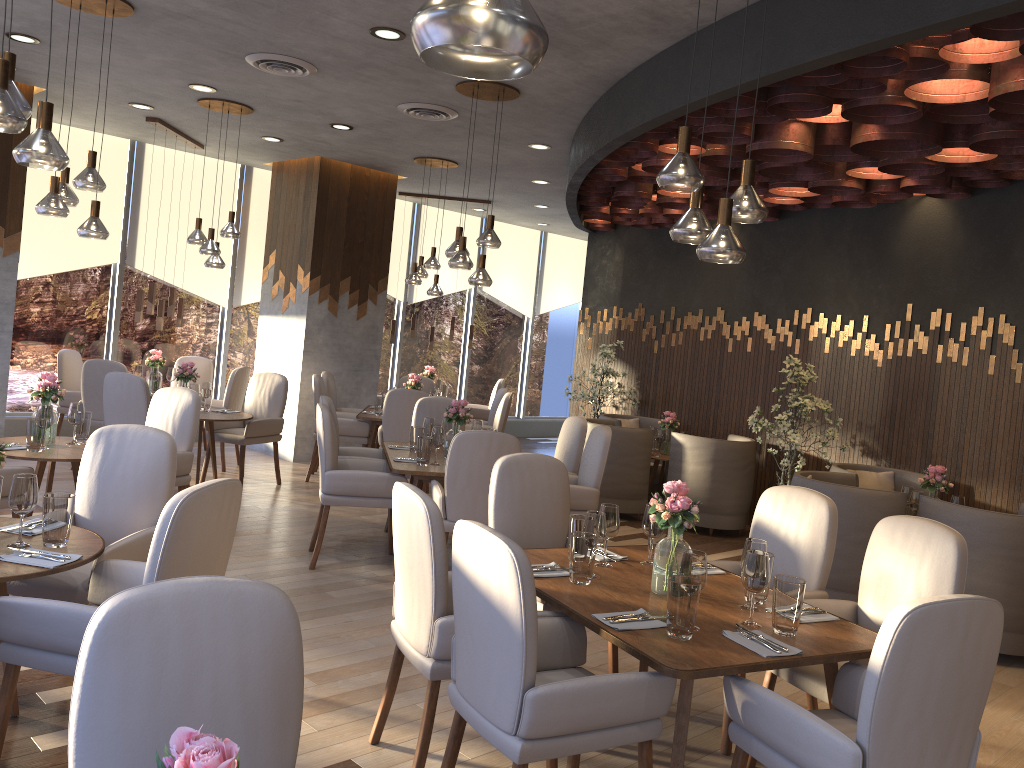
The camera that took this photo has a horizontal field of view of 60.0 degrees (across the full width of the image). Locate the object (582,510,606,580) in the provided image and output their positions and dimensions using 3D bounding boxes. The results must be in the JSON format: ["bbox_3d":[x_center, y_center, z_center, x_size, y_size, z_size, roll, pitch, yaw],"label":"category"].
[{"bbox_3d":[0.305,0.605,3.340,0.092,0.244,0.092,5,1,-9],"label":"object"}]

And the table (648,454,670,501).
[{"bbox_3d":[1.446,0.952,8.466,0.835,0.561,0.833,8,3,38],"label":"table"}]

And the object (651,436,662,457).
[{"bbox_3d":[1.336,0.581,8.238,0.102,0.178,0.102,6,2,3],"label":"object"}]

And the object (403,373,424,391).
[{"bbox_3d":[-0.988,0.101,8.875,0.210,0.415,0.198,6,2,23],"label":"object"}]

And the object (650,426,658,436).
[{"bbox_3d":[1.358,0.534,8.542,0.092,0.244,0.092,6,2,22],"label":"object"}]

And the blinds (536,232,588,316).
[{"bbox_3d":[0.914,-2.370,14.131,1.172,2.679,0.007,4,2,-45],"label":"blinds"}]

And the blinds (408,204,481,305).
[{"bbox_3d":[-0.867,-2.383,12.383,1.172,2.679,0.007,4,2,-45],"label":"blinds"}]

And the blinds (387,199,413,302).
[{"bbox_3d":[-1.753,-2.446,11.508,1.172,2.679,0.007,4,2,-45],"label":"blinds"}]

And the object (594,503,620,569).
[{"bbox_3d":[0.377,0.602,3.522,0.092,0.244,0.092,5,2,-28],"label":"object"}]

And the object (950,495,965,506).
[{"bbox_3d":[2.827,0.833,5.638,0.092,0.244,0.092,6,1,18],"label":"object"}]

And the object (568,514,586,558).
[{"bbox_3d":[0.273,0.623,3.564,0.102,0.178,0.102,5,2,-25],"label":"object"}]

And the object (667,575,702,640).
[{"bbox_3d":[0.525,0.692,2.736,0.102,0.178,0.102,5,2,-23],"label":"object"}]

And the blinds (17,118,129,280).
[{"bbox_3d":[-4.454,-2.262,8.880,1.172,2.679,0.007,4,2,-45],"label":"blinds"}]

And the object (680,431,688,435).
[{"bbox_3d":[1.615,0.569,8.367,0.092,0.244,0.092,5,1,-5],"label":"object"}]

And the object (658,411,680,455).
[{"bbox_3d":[1.496,0.465,8.467,0.210,0.415,0.198,6,2,23],"label":"object"}]

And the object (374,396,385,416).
[{"bbox_3d":[-1.262,0.213,8.441,0.102,0.178,0.102,6,2,4],"label":"object"}]

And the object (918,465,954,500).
[{"bbox_3d":[2.735,0.731,5.759,0.197,0.415,0.210,5,2,-32],"label":"object"}]

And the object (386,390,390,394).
[{"bbox_3d":[-1.174,0.185,8.509,0.092,0.244,0.092,4,2,-45],"label":"object"}]

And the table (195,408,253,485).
[{"bbox_3d":[-2.601,0.568,7.328,0.835,0.661,0.834,6,2,20],"label":"table"}]

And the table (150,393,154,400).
[{"bbox_3d":[-3.537,0.404,8.673,0.833,0.661,0.835,5,3,-24],"label":"table"}]

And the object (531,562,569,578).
[{"bbox_3d":[0.130,0.700,3.359,0.255,0.019,0.158,4,3,-29],"label":"object"}]

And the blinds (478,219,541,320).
[{"bbox_3d":[0.020,-2.344,13.258,1.172,2.679,0.007,4,2,-45],"label":"blinds"}]

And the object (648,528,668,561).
[{"bbox_3d":[0.618,0.648,3.719,0.102,0.178,0.102,6,2,19],"label":"object"}]

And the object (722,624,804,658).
[{"bbox_3d":[0.764,0.794,2.762,0.157,0.019,0.255,4,3,-26],"label":"object"}]

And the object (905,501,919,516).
[{"bbox_3d":[2.501,0.836,5.595,0.102,0.178,0.102,7,2,31],"label":"object"}]

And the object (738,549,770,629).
[{"bbox_3d":[0.799,0.675,2.924,0.092,0.244,0.092,5,2,-24],"label":"object"}]

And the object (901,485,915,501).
[{"bbox_3d":[2.618,0.799,5.881,0.092,0.244,0.092,7,2,40],"label":"object"}]

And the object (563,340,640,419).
[{"bbox_3d":[0.907,0.311,9.560,0.745,1.615,0.790,4,2,-38],"label":"object"}]

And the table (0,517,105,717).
[{"bbox_3d":[-1.860,0.871,2.993,0.835,0.661,0.833,8,3,44],"label":"table"}]

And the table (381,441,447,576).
[{"bbox_3d":[-0.417,0.844,6.105,0.964,0.665,1.309,5,3,-11],"label":"table"}]

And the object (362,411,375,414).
[{"bbox_3d":[-1.325,0.278,8.599,0.255,0.019,0.157,5,3,-2],"label":"object"}]

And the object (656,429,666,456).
[{"bbox_3d":[1.394,0.549,8.332,0.092,0.244,0.092,6,2,19],"label":"object"}]

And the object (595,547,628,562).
[{"bbox_3d":[0.376,0.706,3.690,0.157,0.019,0.255,4,4,-31],"label":"object"}]

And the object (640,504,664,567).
[{"bbox_3d":[0.573,0.616,3.620,0.092,0.244,0.092,5,2,-25],"label":"object"}]

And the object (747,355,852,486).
[{"bbox_3d":[2.260,0.575,7.082,0.788,1.615,0.747,5,2,-18],"label":"object"}]

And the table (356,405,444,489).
[{"bbox_3d":[-1.037,0.636,8.859,0.964,0.665,1.309,5,3,-4],"label":"table"}]

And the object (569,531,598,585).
[{"bbox_3d":[0.257,0.639,3.241,0.102,0.178,0.102,5,2,-23],"label":"object"}]

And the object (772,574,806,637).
[{"bbox_3d":[0.892,0.720,2.875,0.102,0.178,0.102,7,2,40],"label":"object"}]

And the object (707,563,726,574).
[{"bbox_3d":[0.726,0.745,3.602,0.255,0.019,0.158,4,3,-27],"label":"object"}]

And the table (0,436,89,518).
[{"bbox_3d":[-2.617,0.687,5.060,0.834,0.661,0.834,6,2,5],"label":"table"}]

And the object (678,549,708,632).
[{"bbox_3d":[0.574,0.658,2.835,0.092,0.244,0.092,7,2,36],"label":"object"}]

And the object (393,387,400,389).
[{"bbox_3d":[-1.190,0.153,9.082,0.092,0.244,0.092,6,2,23],"label":"object"}]

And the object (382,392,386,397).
[{"bbox_3d":[-1.278,0.181,9.014,0.102,0.178,0.102,6,2,4],"label":"object"}]

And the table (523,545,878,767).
[{"bbox_3d":[0.534,1.090,3.227,0.963,0.665,1.310,4,3,-28],"label":"table"}]

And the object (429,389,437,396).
[{"bbox_3d":[-0.827,0.181,9.213,0.092,0.244,0.092,7,2,41],"label":"object"}]

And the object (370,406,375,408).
[{"bbox_3d":[-1.341,0.246,9.172,0.255,0.019,0.157,5,3,-2],"label":"object"}]

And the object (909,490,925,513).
[{"bbox_3d":[2.585,0.807,5.668,0.092,0.244,0.092,6,1,14],"label":"object"}]

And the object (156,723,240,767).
[{"bbox_3d":[-0.354,0.585,0.968,0.197,0.415,0.210,5,2,-22],"label":"object"}]
